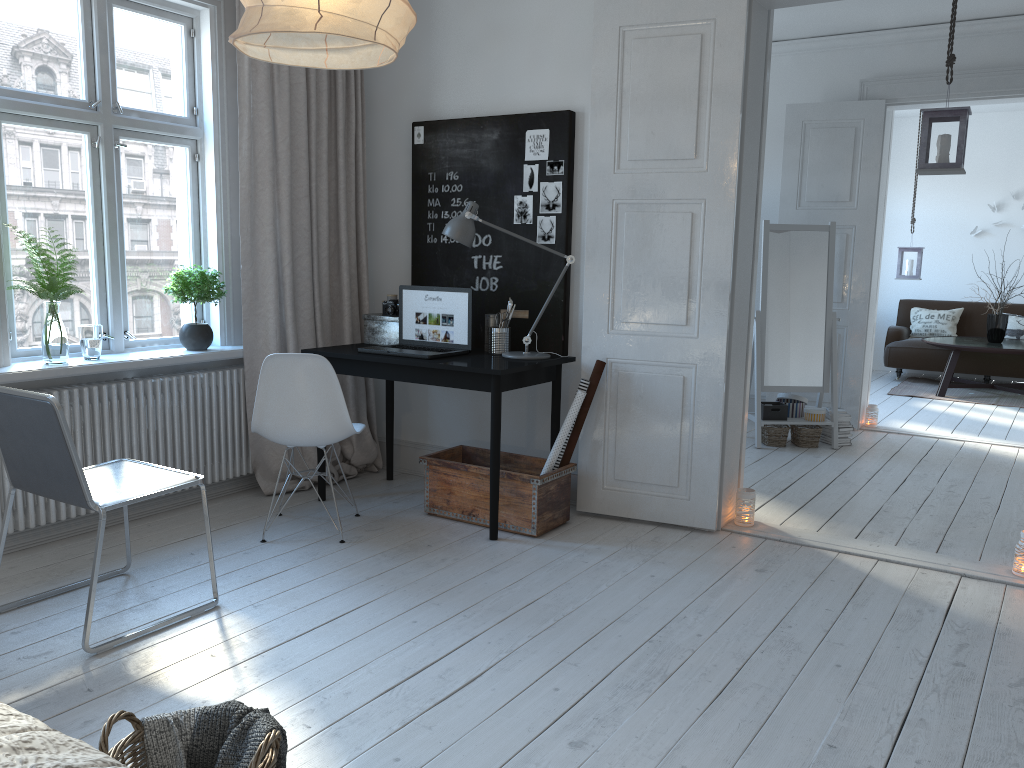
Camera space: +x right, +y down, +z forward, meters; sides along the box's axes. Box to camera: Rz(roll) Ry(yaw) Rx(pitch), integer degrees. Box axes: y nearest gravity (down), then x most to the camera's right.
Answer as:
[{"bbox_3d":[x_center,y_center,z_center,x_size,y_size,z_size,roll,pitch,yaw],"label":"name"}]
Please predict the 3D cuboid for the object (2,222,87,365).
[{"bbox_3d":[-1.892,-0.364,3.604,0.305,0.566,0.413,-3,10,-23],"label":"object"}]

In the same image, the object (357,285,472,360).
[{"bbox_3d":[-0.462,-0.300,4.202,0.445,0.316,0.325,7,10,32],"label":"object"}]

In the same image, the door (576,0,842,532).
[{"bbox_3d":[1.582,-0.514,3.632,2.596,2.512,0.576,7,11,32],"label":"door"}]

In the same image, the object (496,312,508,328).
[{"bbox_3d":[-0.063,-0.252,4.294,0.050,0.199,0.081,-5,11,-32],"label":"object"}]

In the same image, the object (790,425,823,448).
[{"bbox_3d":[1.991,0.344,6.027,0.185,0.140,0.294,2,9,4],"label":"object"}]

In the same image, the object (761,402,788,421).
[{"bbox_3d":[1.750,0.182,5.977,0.165,0.103,0.154,1,9,-3],"label":"object"}]

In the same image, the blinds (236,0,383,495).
[{"bbox_3d":[-1.000,-0.773,4.504,0.224,2.655,0.829,7,11,32],"label":"blinds"}]

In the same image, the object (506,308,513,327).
[{"bbox_3d":[-0.032,-0.256,4.267,0.082,0.222,0.009,-4,11,-28],"label":"object"}]

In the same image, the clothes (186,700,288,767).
[{"bbox_3d":[-0.576,0.804,1.746,0.245,0.270,0.297,7,11,33],"label":"clothes"}]

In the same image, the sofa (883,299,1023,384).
[{"bbox_3d":[5.028,-0.401,9.081,2.163,0.827,0.967,7,10,32],"label":"sofa"}]

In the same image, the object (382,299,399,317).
[{"bbox_3d":[-0.612,-0.385,4.486,0.137,0.088,0.073,7,10,32],"label":"object"}]

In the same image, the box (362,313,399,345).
[{"bbox_3d":[-0.616,-0.283,4.613,0.316,0.153,0.192,7,10,32],"label":"box"}]

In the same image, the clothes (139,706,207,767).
[{"bbox_3d":[-0.622,0.819,1.733,0.235,0.289,0.282,-2,9,-18],"label":"clothes"}]

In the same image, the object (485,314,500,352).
[{"bbox_3d":[-0.097,-0.250,4.388,0.079,0.189,0.078,3,9,11],"label":"object"}]

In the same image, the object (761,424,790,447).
[{"bbox_3d":[1.777,0.338,6.036,0.185,0.140,0.294,2,9,4],"label":"object"}]

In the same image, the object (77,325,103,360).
[{"bbox_3d":[-1.802,-0.178,3.794,0.097,0.146,0.097,8,11,37],"label":"object"}]

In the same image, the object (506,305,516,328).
[{"bbox_3d":[-0.025,-0.263,4.255,0.084,0.240,0.009,3,9,9],"label":"object"}]

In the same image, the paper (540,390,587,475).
[{"bbox_3d":[0.187,0.330,4.018,0.283,0.628,0.040,3,9,10],"label":"paper"}]

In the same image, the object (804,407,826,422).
[{"bbox_3d":[2.034,0.204,5.958,0.142,0.075,0.142,4,9,16],"label":"object"}]

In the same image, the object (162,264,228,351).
[{"bbox_3d":[-1.511,-0.366,4.219,0.309,0.408,0.271,0,9,-8],"label":"object"}]

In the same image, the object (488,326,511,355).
[{"bbox_3d":[-0.061,-0.210,4.285,0.108,0.129,0.108,-7,12,-42],"label":"object"}]

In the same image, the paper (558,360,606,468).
[{"bbox_3d":[0.280,0.259,4.102,0.297,0.749,0.048,-1,10,-12],"label":"paper"}]

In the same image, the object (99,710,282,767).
[{"bbox_3d":[-0.609,0.815,1.699,0.319,0.352,0.318,-3,10,-25],"label":"object"}]

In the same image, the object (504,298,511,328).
[{"bbox_3d":[-0.033,-0.282,4.274,0.060,0.268,0.008,-7,12,-40],"label":"object"}]

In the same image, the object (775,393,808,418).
[{"bbox_3d":[1.929,0.135,6.130,0.206,0.159,0.240,8,11,39],"label":"object"}]

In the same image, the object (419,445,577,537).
[{"bbox_3d":[-0.071,0.496,4.173,0.664,0.283,0.339,7,10,32],"label":"object"}]

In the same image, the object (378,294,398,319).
[{"bbox_3d":[-0.656,-0.396,4.593,0.056,0.130,0.167,7,10,31],"label":"object"}]

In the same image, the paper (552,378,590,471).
[{"bbox_3d":[0.219,0.307,4.065,0.266,0.671,0.043,-1,10,-12],"label":"paper"}]

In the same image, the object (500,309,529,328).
[{"bbox_3d":[0.008,-0.254,4.299,0.138,0.209,0.034,3,10,12],"label":"object"}]

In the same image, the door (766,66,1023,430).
[{"bbox_3d":[3.204,-0.847,6.146,2.596,2.512,0.576,7,11,32],"label":"door"}]

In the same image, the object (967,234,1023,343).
[{"bbox_3d":[4.668,-0.899,8.218,0.845,1.069,0.524,2,9,3],"label":"object"}]

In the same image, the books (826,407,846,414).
[{"bbox_3d":[2.215,0.179,6.060,0.111,0.014,0.156,3,9,12],"label":"books"}]

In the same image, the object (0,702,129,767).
[{"bbox_3d":[-1.097,0.464,1.327,1.458,0.104,0.404,6,10,32],"label":"object"}]

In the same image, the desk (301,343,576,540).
[{"bbox_3d":[-0.367,0.227,4.323,1.158,0.761,0.650,7,10,32],"label":"desk"}]

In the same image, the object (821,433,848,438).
[{"bbox_3d":[2.212,0.347,6.089,0.111,0.014,0.156,-1,9,-15],"label":"object"}]

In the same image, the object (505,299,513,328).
[{"bbox_3d":[-0.029,-0.279,4.273,0.062,0.265,0.012,-1,10,-15],"label":"object"}]
